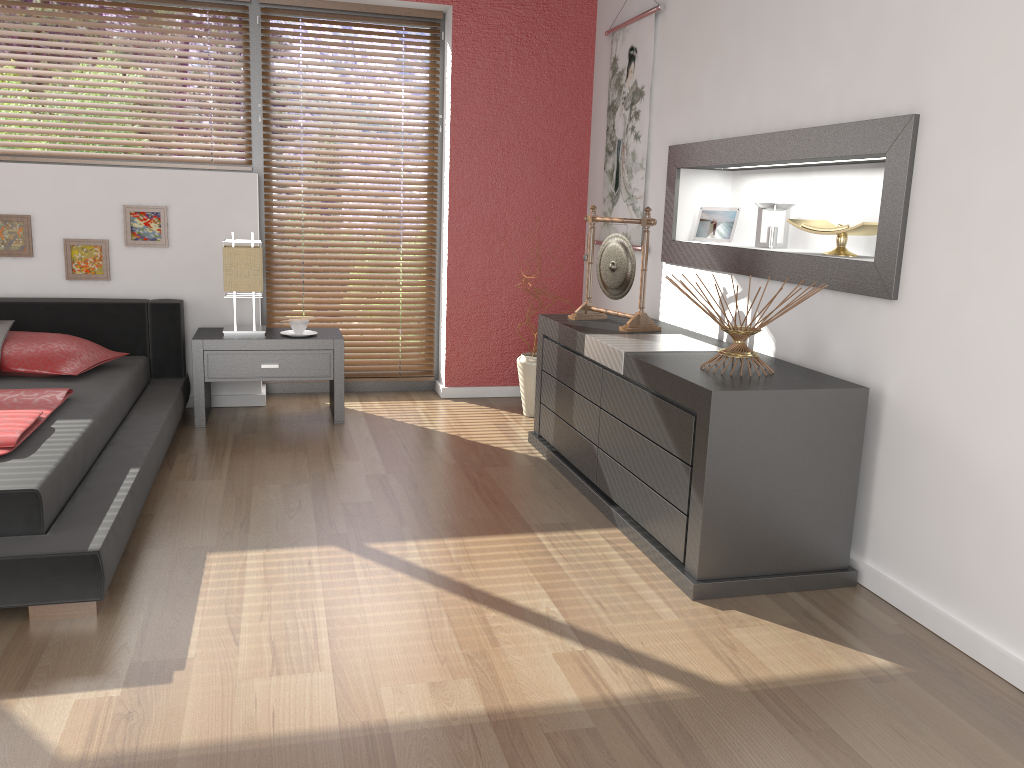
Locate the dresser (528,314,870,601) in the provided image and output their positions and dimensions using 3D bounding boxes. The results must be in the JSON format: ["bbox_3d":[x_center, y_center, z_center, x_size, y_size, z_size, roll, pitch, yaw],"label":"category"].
[{"bbox_3d":[0.566,0.142,3.360,0.540,0.608,1.740,-1,12,-15],"label":"dresser"}]

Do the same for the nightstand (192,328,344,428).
[{"bbox_3d":[-1.208,-0.044,4.437,0.700,0.423,0.413,-1,12,-15],"label":"nightstand"}]

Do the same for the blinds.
[{"bbox_3d":[-2.762,-0.965,4.389,4.840,1.952,0.032,-1,12,-15],"label":"blinds"}]

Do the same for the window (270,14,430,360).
[{"bbox_3d":[-0.891,-1.045,4.943,0.889,1.893,0.020,-1,12,-15],"label":"window"}]

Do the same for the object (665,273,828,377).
[{"bbox_3d":[0.709,-0.182,2.751,0.481,0.282,0.481,12,15,40],"label":"object"}]

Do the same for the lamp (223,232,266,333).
[{"bbox_3d":[-1.317,-0.502,4.354,0.200,0.480,0.200,-1,12,-15],"label":"lamp"}]

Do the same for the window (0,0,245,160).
[{"bbox_3d":[-2.756,-1.545,4.341,2.817,0.786,0.020,-1,12,-15],"label":"window"}]

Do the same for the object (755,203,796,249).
[{"bbox_3d":[1.006,-0.609,3.418,0.159,0.171,0.159,10,14,33],"label":"object"}]

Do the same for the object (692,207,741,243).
[{"bbox_3d":[0.871,-0.682,3.794,0.041,0.146,0.226,-6,14,-34],"label":"object"}]

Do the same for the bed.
[{"bbox_3d":[-2.531,0.107,3.060,2.469,0.577,2.413,-1,12,-15],"label":"bed"}]

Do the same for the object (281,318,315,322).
[{"bbox_3d":[-1.048,-0.314,4.346,0.007,0.007,0.192,13,16,43],"label":"object"}]

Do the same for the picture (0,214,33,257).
[{"bbox_3d":[-2.405,-0.708,4.237,0.200,0.200,0.010,-1,12,-15],"label":"picture"}]

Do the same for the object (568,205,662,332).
[{"bbox_3d":[0.437,-0.496,3.719,0.173,0.498,0.490,-4,13,-29],"label":"object"}]

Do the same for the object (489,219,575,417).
[{"bbox_3d":[0.076,-0.341,4.589,0.422,1.035,0.364,-7,15,-39],"label":"object"}]

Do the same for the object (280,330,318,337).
[{"bbox_3d":[-1.051,-0.248,4.377,0.179,0.012,0.179,4,12,10],"label":"object"}]

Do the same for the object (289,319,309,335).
[{"bbox_3d":[-1.050,-0.280,4.370,0.099,0.069,0.099,4,12,10],"label":"object"}]

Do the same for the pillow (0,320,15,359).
[{"bbox_3d":[-2.483,-0.149,3.630,0.744,0.241,0.386,-2,12,-19],"label":"pillow"}]

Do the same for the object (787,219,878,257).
[{"bbox_3d":[1.107,-0.488,2.976,0.181,0.116,0.350,-3,13,-24],"label":"object"}]

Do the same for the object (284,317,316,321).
[{"bbox_3d":[-1.046,-0.318,4.369,0.007,0.007,0.192,11,15,38],"label":"object"}]

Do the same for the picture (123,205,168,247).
[{"bbox_3d":[-1.808,-0.779,4.381,0.200,0.200,0.010,-1,12,-15],"label":"picture"}]

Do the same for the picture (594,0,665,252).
[{"bbox_3d":[0.570,-1.315,4.405,0.028,1.270,0.701,-1,12,-15],"label":"picture"}]

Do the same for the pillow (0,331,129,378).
[{"bbox_3d":[-2.134,-0.133,3.874,0.745,0.172,0.418,3,11,4],"label":"pillow"}]

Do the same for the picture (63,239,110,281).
[{"bbox_3d":[-2.081,-0.609,4.344,0.200,0.200,0.010,-1,12,-15],"label":"picture"}]
